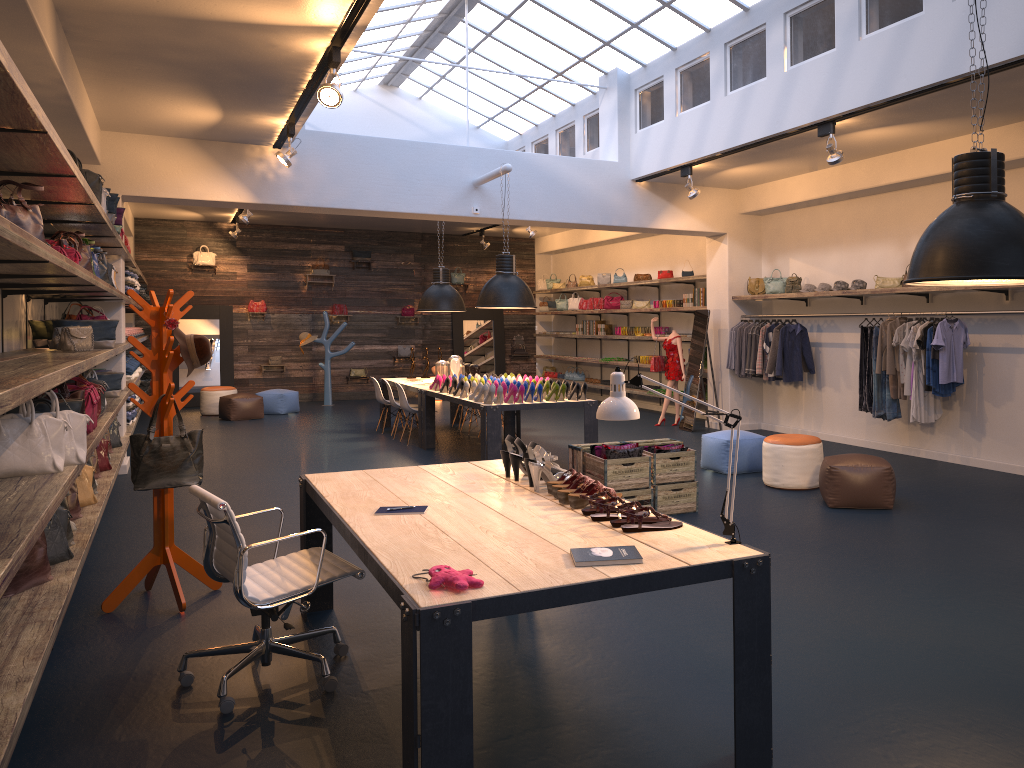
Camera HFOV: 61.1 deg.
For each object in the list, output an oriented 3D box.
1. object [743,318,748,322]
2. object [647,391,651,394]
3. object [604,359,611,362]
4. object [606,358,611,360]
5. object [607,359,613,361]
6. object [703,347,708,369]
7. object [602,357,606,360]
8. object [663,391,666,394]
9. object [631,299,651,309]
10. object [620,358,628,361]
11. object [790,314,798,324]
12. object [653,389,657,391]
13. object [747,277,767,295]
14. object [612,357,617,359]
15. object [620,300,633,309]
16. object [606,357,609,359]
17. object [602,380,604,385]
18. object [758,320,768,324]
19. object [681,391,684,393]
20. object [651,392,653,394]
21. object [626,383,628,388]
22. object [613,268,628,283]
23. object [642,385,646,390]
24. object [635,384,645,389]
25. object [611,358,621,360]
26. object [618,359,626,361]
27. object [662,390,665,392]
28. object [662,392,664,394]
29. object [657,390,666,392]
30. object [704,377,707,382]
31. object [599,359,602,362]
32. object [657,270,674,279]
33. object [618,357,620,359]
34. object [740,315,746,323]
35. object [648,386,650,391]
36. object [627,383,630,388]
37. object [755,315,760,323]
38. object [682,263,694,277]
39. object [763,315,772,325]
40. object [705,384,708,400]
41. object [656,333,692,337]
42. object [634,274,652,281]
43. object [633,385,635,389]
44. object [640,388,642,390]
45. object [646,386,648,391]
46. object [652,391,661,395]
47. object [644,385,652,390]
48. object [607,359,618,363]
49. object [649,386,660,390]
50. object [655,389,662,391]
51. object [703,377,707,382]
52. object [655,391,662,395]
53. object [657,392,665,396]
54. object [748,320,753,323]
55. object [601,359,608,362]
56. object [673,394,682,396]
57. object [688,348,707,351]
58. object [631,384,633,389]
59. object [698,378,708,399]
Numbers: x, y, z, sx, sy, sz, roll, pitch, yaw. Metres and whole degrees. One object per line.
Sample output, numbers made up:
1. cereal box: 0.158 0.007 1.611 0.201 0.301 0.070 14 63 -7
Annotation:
1. object: 3.378 -0.887 12.553 0.461 0.219 0.009 -2 1 -27
2. object: 2.408 0.140 14.925 0.252 0.058 0.077 -2 3 -31
3. object: 1.811 -0.442 16.425 0.252 0.058 0.077 -2 3 -31
4. object: 1.889 -0.470 16.419 0.249 0.064 0.080 -1 3 -20
5. object: 1.855 -0.437 16.353 0.252 0.058 0.077 -2 3 -31
6. object: 3.079 -0.417 13.536 0.367 0.356 0.151 -1 1 -26
7. object: 1.826 -0.480 16.577 0.251 0.063 0.078 -1 3 -22
8. object: 2.630 0.139 14.527 0.251 0.063 0.078 -1 3 -22
9. object: 2.287 -1.425 15.481 0.348 0.175 0.241 1 3 17
10. object: 2.109 -0.470 16.430 0.077 0.067 0.257 2 4 44
11. object: 3.767 -0.824 11.605 0.461 0.219 0.009 -2 1 -27
12. object: 2.480 0.113 14.913 0.251 0.063 0.078 -1 3 -22
13. object: 3.536 -1.402 12.456 0.317 0.283 0.205 0 1 3
14. object: 1.980 -0.487 16.683 0.232 0.053 0.086 0 3 5
15. object: 2.107 -1.458 15.952 0.251 0.175 0.111 1 2 27
16. object: 1.885 -0.475 16.507 0.249 0.068 0.079 -1 3 -20
17. object: 1.839 -0.034 16.906 0.199 0.087 0.061 -2 2 -26
18. object: 3.524 -0.863 12.185 0.461 0.219 0.009 -2 1 -27
19. object: 2.855 0.142 14.449 0.078 0.073 0.255 2 4 43
20. object: 2.447 0.145 14.847 0.252 0.058 0.077 -2 3 -31
21. object: 2.190 0.027 16.007 0.187 0.087 0.065 0 1 -2
22. object: 2.012 -2.007 16.126 0.269 0.282 0.098 0 0 9
23. object: 2.402 0.064 15.459 0.193 0.087 0.063 -1 1 -12
24. object: 2.306 0.047 15.707 0.179 0.087 0.068 1 2 14
25. object: 1.947 -0.465 16.348 0.250 0.067 0.080 -1 3 -20
26. object: 2.035 -0.437 16.349 0.252 0.058 0.077 -2 3 -31
27. object: 2.601 0.128 14.684 0.250 0.067 0.080 -1 3 -20
28. object: 2.559 0.166 14.538 0.252 0.058 0.077 -2 3 -31
29. object: 2.542 0.123 14.755 0.249 0.064 0.080 -1 3 -20
30. object: 3.022 0.058 13.818 0.397 0.339 0.205 -1 1 -19
31. object: 1.754 -0.453 16.589 0.252 0.058 0.077 -2 3 -31
32. object: 2.582 -1.837 14.606 0.271 0.149 0.116 0 2 9
33. object: 2.050 -0.474 16.501 0.078 0.073 0.255 2 4 43
34. object: 3.355 -0.891 12.612 0.461 0.219 0.009 -2 1 -27
35. object: 2.473 0.076 15.277 0.188 0.087 0.065 0 1 -2
36. object: 2.213 0.031 15.948 0.185 0.087 0.066 0 1 2
37. object: 3.477 -0.872 12.308 0.461 0.219 0.009 -2 1 -27
38. object: 2.828 -1.857 13.971 0.198 0.279 0.059 0 0 4
39. object: 3.558 -0.857 12.099 0.461 0.219 0.009 -2 1 -27
40. object: 3.142 0.079 13.510 0.397 0.339 0.205 -1 1 -19
41. object: 2.819 -0.805 14.348 0.514 0.060 1.425 -1 4 -22
42. object: 2.338 -1.881 15.349 0.376 0.141 0.387 -1 3 -12
43. object: 2.283 0.043 15.766 0.181 0.087 0.067 1 2 10
44. object: 2.380 0.060 15.518 0.192 0.087 0.064 -1 1 -10
45. object: 2.450 0.072 15.336 0.188 0.087 0.065 0 1 -4
46. object: 2.465 0.151 14.761 0.252 0.058 0.077 -2 3 -31
47. object: 2.426 0.068 15.398 0.188 0.087 0.065 0 1 -4
48. object: 1.873 -0.431 16.266 0.252 0.058 0.077 -2 3 -31
49. object: 2.497 0.080 15.217 0.185 0.087 0.066 0 1 2
50. object: 2.539 0.118 14.843 0.249 0.068 0.079 -1 3 -20
51. object: 2.977 0.021 13.977 0.391 0.390 0.171 0 1 -13
52. object: 2.509 0.156 14.688 0.252 0.058 0.077 -2 3 -31
53. object: 2.527 0.161 14.602 0.252 0.058 0.077 -2 3 -31
54. object: 3.422 -0.881 12.449 0.461 0.219 0.009 -2 1 -27
55. object: 1.793 -0.448 16.511 0.252 0.058 0.077 -2 3 -31
56. object: 2.678 0.188 14.214 0.252 0.058 0.077 -2 3 -31
57. object: 2.998 -0.458 13.880 0.391 0.390 0.171 0 1 -13
58. object: 2.260 0.039 15.825 0.184 0.087 0.067 0 1 5
59. object: 3.058 0.062 13.632 0.367 0.356 0.151 -1 1 -26
